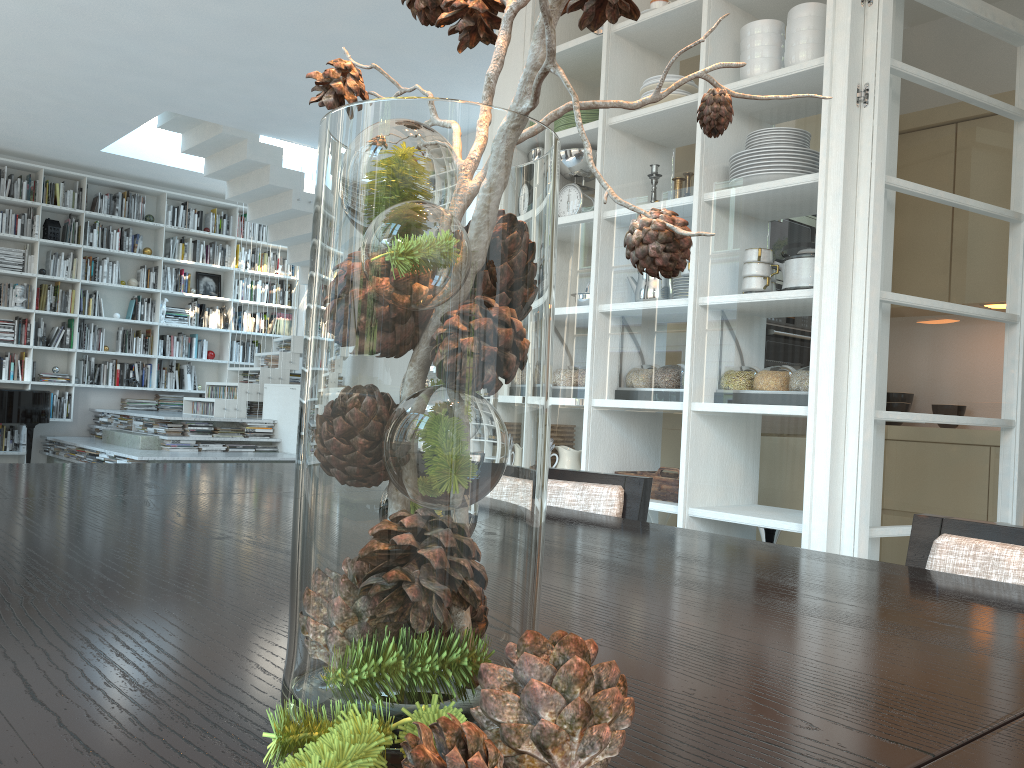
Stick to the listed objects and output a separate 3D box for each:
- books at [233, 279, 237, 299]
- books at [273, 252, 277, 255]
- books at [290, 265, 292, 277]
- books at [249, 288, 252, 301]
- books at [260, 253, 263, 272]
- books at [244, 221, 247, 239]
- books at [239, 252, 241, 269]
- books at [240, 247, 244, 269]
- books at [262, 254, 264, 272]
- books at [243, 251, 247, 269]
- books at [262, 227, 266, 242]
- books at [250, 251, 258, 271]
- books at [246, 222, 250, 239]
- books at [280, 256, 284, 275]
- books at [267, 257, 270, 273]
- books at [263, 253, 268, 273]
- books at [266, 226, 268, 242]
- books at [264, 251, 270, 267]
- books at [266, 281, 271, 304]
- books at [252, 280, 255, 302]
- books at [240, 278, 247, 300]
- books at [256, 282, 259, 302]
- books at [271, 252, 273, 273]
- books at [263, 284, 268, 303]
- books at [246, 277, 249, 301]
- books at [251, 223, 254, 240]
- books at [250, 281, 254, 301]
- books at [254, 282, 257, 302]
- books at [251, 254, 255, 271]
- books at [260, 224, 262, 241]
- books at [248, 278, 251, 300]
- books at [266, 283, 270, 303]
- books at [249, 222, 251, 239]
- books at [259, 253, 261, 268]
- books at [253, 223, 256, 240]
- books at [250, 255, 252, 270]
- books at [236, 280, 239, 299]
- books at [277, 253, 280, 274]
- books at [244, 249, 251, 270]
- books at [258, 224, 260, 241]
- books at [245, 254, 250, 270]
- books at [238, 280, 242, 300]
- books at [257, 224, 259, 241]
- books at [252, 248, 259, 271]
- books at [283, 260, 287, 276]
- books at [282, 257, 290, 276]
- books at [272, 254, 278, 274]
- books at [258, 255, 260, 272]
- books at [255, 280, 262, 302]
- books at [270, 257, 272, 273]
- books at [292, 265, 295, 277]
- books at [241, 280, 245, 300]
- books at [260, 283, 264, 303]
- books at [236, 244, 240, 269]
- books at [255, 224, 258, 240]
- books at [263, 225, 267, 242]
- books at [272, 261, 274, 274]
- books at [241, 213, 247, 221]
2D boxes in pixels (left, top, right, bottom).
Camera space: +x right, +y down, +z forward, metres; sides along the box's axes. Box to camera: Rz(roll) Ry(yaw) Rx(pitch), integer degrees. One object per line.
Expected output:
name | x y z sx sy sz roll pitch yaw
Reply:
books | -3.354 -1.128 10.685 0.012 0.254 0.161 4 -1 -41
books | -2.963 -1.485 11.036 0.011 0.294 0.151 4 -1 -41
books | -2.813 -1.450 11.157 0.040 0.246 0.160 4 -1 -41
books | -3.226 -1.081 10.812 0.027 0.179 0.157 4 -1 -41
books | -3.089 -1.470 10.817 0.012 0.237 0.165 4 -1 -41
books | -3.262 -1.845 10.731 0.022 0.229 0.174 4 -1 -41
books | -3.294 -1.470 10.620 0.024 0.205 0.165 4 -1 -41
books | -3.268 -1.497 10.630 0.026 0.263 0.189 4 -1 -41
books | -3.074 -1.461 10.817 0.013 0.222 0.174 4 -1 -41
books | -3.248 -1.476 10.663 0.049 0.223 0.161 4 -1 -41
books | -3.083 -1.820 10.910 0.026 0.208 0.163 4 -1 -41
books | -3.136 -1.482 10.757 0.023 0.253 0.189 4 -1 -41
books | -3.239 -1.850 10.760 0.023 0.243 0.182 4 -1 -41
books | -2.905 -1.461 11.067 0.070 0.254 0.154 4 -1 -41
books | -3.042 -1.455 10.939 0.023 0.220 0.171 4 -1 -41
books | -3.068 -1.470 10.852 0.042 0.242 0.247 4 -2 -41
books | -3.053 -1.845 10.938 0.015 0.263 0.143 4 -1 -41
books | -3.032 -1.492 10.956 0.010 0.295 0.165 4 -1 -41
books | -3.034 -1.122 10.988 0.024 0.291 0.132 4 -1 -41
books | -3.191 -1.124 10.834 0.025 0.271 0.152 4 -1 -41
books | -3.266 -1.138 10.737 0.014 0.285 0.185 4 -1 -41
books | -3.148 -1.117 10.857 0.022 0.262 0.172 4 -1 -41
books | -3.017 -1.483 10.986 0.024 0.281 0.153 4 -1 -41
books | -3.069 -1.102 10.924 0.045 0.245 0.177 4 -1 -41
books | -3.248 -1.141 10.787 0.022 0.297 0.162 4 -1 -41
books | -3.199 -1.862 10.809 0.027 0.275 0.148 4 -1 -41
books | -3.200 -1.120 10.815 0.013 0.260 0.158 4 -1 -41
books | -3.167 -1.117 10.843 0.024 0.259 0.156 4 -1 -41
books | -3.167 -1.463 10.755 0.025 0.211 0.134 4 -1 -41
books | -3.110 -1.836 10.881 0.025 0.237 0.143 4 -1 -41
books | -3.228 -1.138 10.790 0.012 0.292 0.165 4 -1 -41
books | -3.047 -1.107 10.951 0.023 0.258 0.184 4 -1 -41
books | -3.217 -1.880 10.780 0.012 0.306 0.184 4 -1 -41
books | -3.102 -1.473 10.805 0.022 0.242 0.144 4 -1 -41
books | -3.178 -1.853 10.822 0.022 0.259 0.163 4 -1 -41
books | -3.214 -1.459 10.760 0.038 0.199 0.170 4 -1 -41
books | -3.348 -1.125 10.707 0.026 0.250 0.160 4 -1 -41
books | -2.942 -1.480 11.039 0.023 0.287 0.163 4 -1 -41
books | -3.208 -1.492 10.709 0.023 0.263 0.158 4 -1 -41
books | -3.135 -1.844 10.871 0.027 0.249 0.154 4 -1 -41
books | -3.218 -1.458 10.682 0.024 0.193 0.189 4 -2 -41
books | -3.311 -1.122 10.702 0.023 0.247 0.182 4 -1 -41
books | -3.143 -1.839 10.850 0.011 0.236 0.148 4 -1 -41
books | -3.121 -1.502 10.775 0.022 0.296 0.152 4 -1 -41
books | -2.870 -1.438 11.095 0.023 0.213 0.180 4 -1 -41
books | -2.839 -1.458 11.134 0.029 0.258 0.163 4 -1 -41
books | -2.962 -1.469 11.008 0.022 0.261 0.160 4 -1 -41
books | -3.112 -1.456 10.789 0.014 0.206 0.184 4 -1 -41
books | -3.131 -1.126 10.878 0.030 0.283 0.166 4 -1 -41
books | -3.017 -1.450 10.954 0.013 0.212 0.186 4 -1 -41
books | -2.783 -1.433 11.159 0.011 0.216 0.170 4 -1 -41
books | -3.291 -1.125 10.735 0.026 0.256 0.173 4 -1 -41
books | -3.104 -1.108 10.921 0.012 0.254 0.161 4 -1 -41
books | -3.304 -1.515 10.609 0.010 0.294 0.183 4 -1 -41
books | -3.159 -1.854 10.839 0.029 0.264 0.179 4 -1 -41
books | -3.065 -1.857 10.933 0.012 0.285 0.159 4 -1 -41
books | -2.998 -1.432 11.004 0.034 0.182 0.156 4 -1 -41
books | -3.260 -1.895 10.760 0.014 0.331 0.142 4 -1 -41
